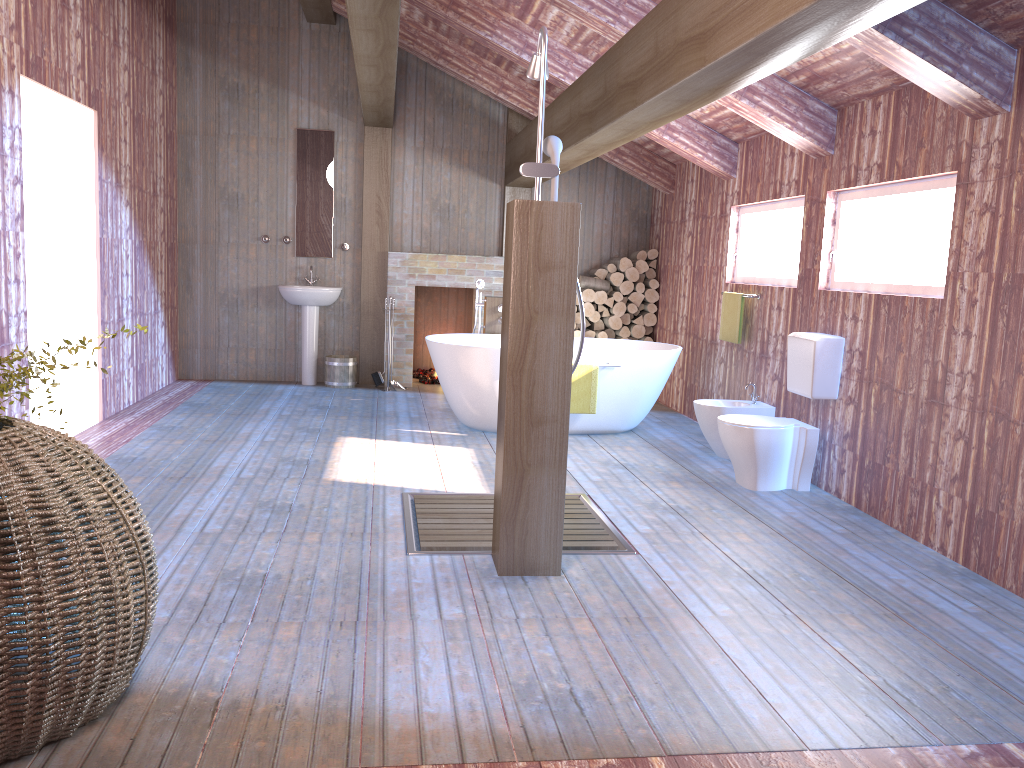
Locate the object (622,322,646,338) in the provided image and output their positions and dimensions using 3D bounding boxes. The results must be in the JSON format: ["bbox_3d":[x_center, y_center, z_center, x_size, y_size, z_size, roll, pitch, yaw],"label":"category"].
[{"bbox_3d":[1.195,-0.539,8.831,0.137,0.133,0.437,1,8,-10],"label":"object"}]

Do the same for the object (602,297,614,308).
[{"bbox_3d":[0.902,-0.806,8.740,0.109,0.124,0.424,1,8,-9],"label":"object"}]

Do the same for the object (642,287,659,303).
[{"bbox_3d":[1.327,-0.888,8.797,0.147,0.152,0.439,2,8,-8],"label":"object"}]

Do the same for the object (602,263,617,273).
[{"bbox_3d":[0.955,-1.137,8.694,0.094,0.097,0.227,2,8,-7],"label":"object"}]

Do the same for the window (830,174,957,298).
[{"bbox_3d":[2.028,-0.769,4.706,0.054,0.587,1.255,2,8,-7],"label":"window"}]

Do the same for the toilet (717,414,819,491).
[{"bbox_3d":[1.465,0.409,5.233,0.534,0.400,0.375,2,8,-7],"label":"toilet"}]

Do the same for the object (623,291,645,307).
[{"bbox_3d":[1.172,-0.848,8.806,0.172,0.151,0.482,2,8,-7],"label":"object"}]

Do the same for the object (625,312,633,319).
[{"bbox_3d":[1.148,-0.680,8.784,0.065,0.069,0.177,1,8,-9],"label":"object"}]

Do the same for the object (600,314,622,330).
[{"bbox_3d":[0.961,-0.624,8.778,0.141,0.143,0.437,1,8,-10],"label":"object"}]

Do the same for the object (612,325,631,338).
[{"bbox_3d":[1.075,-0.528,8.783,0.114,0.113,0.301,1,8,-10],"label":"object"}]

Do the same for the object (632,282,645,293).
[{"bbox_3d":[1.213,-0.959,8.765,0.089,0.106,0.437,2,8,-7],"label":"object"}]

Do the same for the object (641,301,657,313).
[{"bbox_3d":[1.331,-0.769,8.810,0.102,0.109,0.438,2,8,-8],"label":"object"}]

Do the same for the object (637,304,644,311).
[{"bbox_3d":[1.264,-0.777,8.845,0.088,0.092,0.280,2,8,-7],"label":"object"}]

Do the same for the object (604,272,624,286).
[{"bbox_3d":[0.979,-1.043,8.740,0.139,0.148,0.458,2,8,-8],"label":"object"}]

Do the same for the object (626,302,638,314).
[{"bbox_3d":[1.137,-0.764,8.782,0.102,0.109,0.438,2,8,-8],"label":"object"}]

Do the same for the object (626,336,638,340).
[{"bbox_3d":[1.166,-0.436,8.936,0.118,0.106,0.319,1,8,-11],"label":"object"}]

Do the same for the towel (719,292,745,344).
[{"bbox_3d":[1.611,-0.488,6.496,0.032,0.361,0.370,1,8,-8],"label":"towel"}]

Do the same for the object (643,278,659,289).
[{"bbox_3d":[1.346,-0.999,8.780,0.102,0.109,0.438,2,8,-8],"label":"object"}]

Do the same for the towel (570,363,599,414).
[{"bbox_3d":[0.427,0.032,6.281,0.370,0.361,0.032,1,8,-12],"label":"towel"}]

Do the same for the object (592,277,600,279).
[{"bbox_3d":[0.795,-1.001,8.798,0.113,0.130,0.291,2,8,-7],"label":"object"}]

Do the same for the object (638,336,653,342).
[{"bbox_3d":[1.291,-0.424,8.875,0.139,0.137,0.455,1,8,-10],"label":"object"}]

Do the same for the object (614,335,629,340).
[{"bbox_3d":[1.073,-0.421,8.793,0.116,0.117,0.289,1,8,-10],"label":"object"}]

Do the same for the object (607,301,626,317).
[{"bbox_3d":[1.009,-0.746,8.768,0.136,0.157,0.439,2,8,-7],"label":"object"}]

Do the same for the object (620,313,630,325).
[{"bbox_3d":[1.079,-0.656,8.776,0.111,0.118,0.302,1,8,-9],"label":"object"}]

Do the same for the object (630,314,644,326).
[{"bbox_3d":[1.202,-0.654,8.808,0.115,0.112,0.423,2,8,-8],"label":"object"}]

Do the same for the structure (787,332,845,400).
[{"bbox_3d":[1.763,-0.112,5.196,0.182,0.363,0.358,2,8,-7],"label":"structure"}]

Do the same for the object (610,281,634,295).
[{"bbox_3d":[1.074,-0.950,8.749,0.143,0.151,0.440,2,8,-8],"label":"object"}]

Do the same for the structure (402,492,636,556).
[{"bbox_3d":[-0.020,0.687,4.306,1.000,0.067,1.000,1,8,-9],"label":"structure"}]

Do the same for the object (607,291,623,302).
[{"bbox_3d":[0.993,-0.874,8.744,0.102,0.109,0.438,2,8,-8],"label":"object"}]

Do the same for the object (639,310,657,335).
[{"bbox_3d":[1.312,-0.606,8.840,0.137,0.256,0.439,2,8,-8],"label":"object"}]

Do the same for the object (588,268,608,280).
[{"bbox_3d":[0.852,-1.084,8.796,0.140,0.121,0.319,2,8,-7],"label":"object"}]

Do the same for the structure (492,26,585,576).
[{"bbox_3d":[0.125,-0.339,3.628,0.328,2.209,0.522,4,8,12],"label":"structure"}]

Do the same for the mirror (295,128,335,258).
[{"bbox_3d":[-1.879,-1.809,8.455,0.350,1.199,0.009,1,8,-8],"label":"mirror"}]

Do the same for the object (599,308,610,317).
[{"bbox_3d":[0.901,-0.717,8.760,0.085,0.096,0.280,2,8,-7],"label":"object"}]

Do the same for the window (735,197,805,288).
[{"bbox_3d":[1.835,-0.984,6.225,0.054,0.587,1.255,2,8,-7],"label":"window"}]

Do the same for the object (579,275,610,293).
[{"bbox_3d":[0.797,-0.970,8.601,0.302,0.157,0.121,2,8,-7],"label":"object"}]

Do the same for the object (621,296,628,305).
[{"bbox_3d":[1.068,-0.822,8.743,0.095,0.090,0.278,2,8,-7],"label":"object"}]

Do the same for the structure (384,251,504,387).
[{"bbox_3d":[-0.671,-0.610,8.726,1.130,1.330,0.226,1,8,-8],"label":"structure"}]
